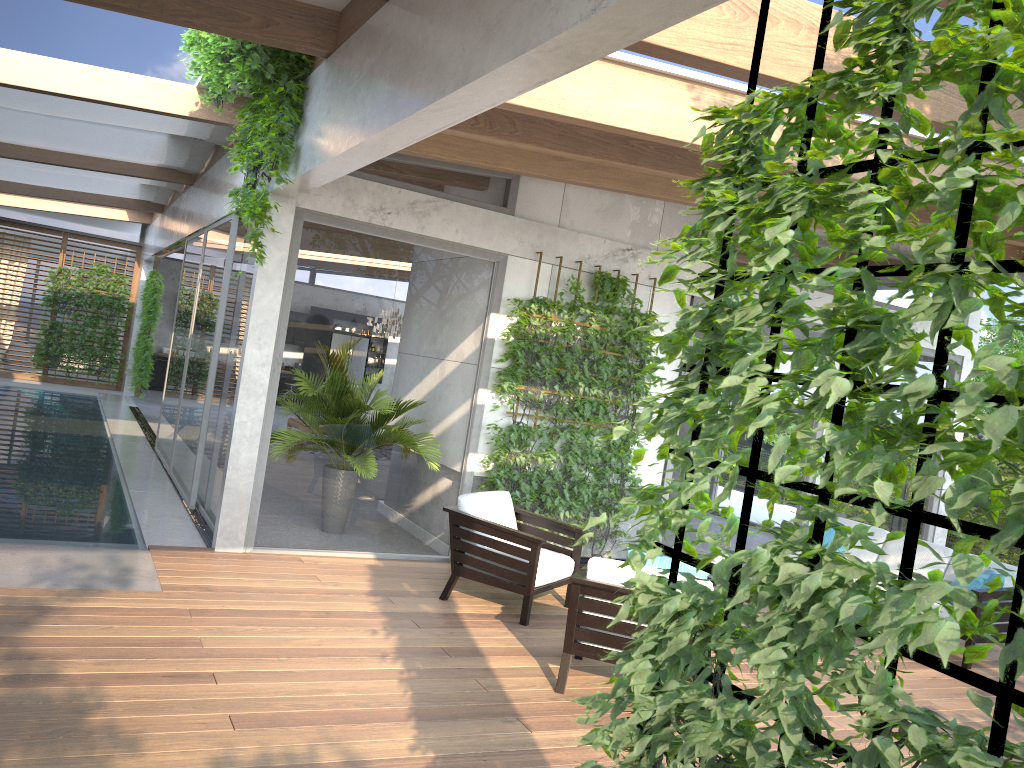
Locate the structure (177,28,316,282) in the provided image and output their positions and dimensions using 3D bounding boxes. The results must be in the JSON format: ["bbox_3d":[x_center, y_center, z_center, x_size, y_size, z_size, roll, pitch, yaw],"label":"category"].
[{"bbox_3d":[-1.975,-1.756,6.367,0.918,2.054,1.822,8,1,-30],"label":"structure"}]

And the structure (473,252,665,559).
[{"bbox_3d":[0.576,0.272,7.835,1.851,2.669,0.500,9,1,-26],"label":"structure"}]

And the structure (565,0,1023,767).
[{"bbox_3d":[0.658,0.392,1.478,0.500,2.687,1.807,9,1,-26],"label":"structure"}]

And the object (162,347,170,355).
[{"bbox_3d":[-7.811,-0.740,20.377,0.381,0.134,0.590,8,1,-38],"label":"object"}]

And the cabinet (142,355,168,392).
[{"bbox_3d":[-5.877,-0.788,21.343,5.901,2.502,0.709,8,1,-28],"label":"cabinet"}]

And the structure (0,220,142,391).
[{"bbox_3d":[-9.931,-1.662,17.752,4.313,3.079,0.085,9,1,-27],"label":"structure"}]

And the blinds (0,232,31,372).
[{"bbox_3d":[-10.895,-1.724,17.660,2.087,2.898,0.692,9,1,-23],"label":"blinds"}]

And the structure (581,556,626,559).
[{"bbox_3d":[-0.036,1.297,9.002,2.012,0.595,2.203,9,1,-27],"label":"structure"}]

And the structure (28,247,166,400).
[{"bbox_3d":[-7.477,-1.078,13.616,2.739,2.687,10.282,9,1,-10],"label":"structure"}]

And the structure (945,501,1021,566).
[{"bbox_3d":[4.129,1.922,9.020,15.587,3.022,31.708,9,1,14],"label":"structure"}]

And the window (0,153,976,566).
[{"bbox_3d":[-2.855,-0.839,14.914,14.294,3.764,23.280,9,1,-27],"label":"window"}]

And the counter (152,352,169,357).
[{"bbox_3d":[-6.855,-0.499,20.857,3.805,0.061,0.607,9,1,-27],"label":"counter"}]
